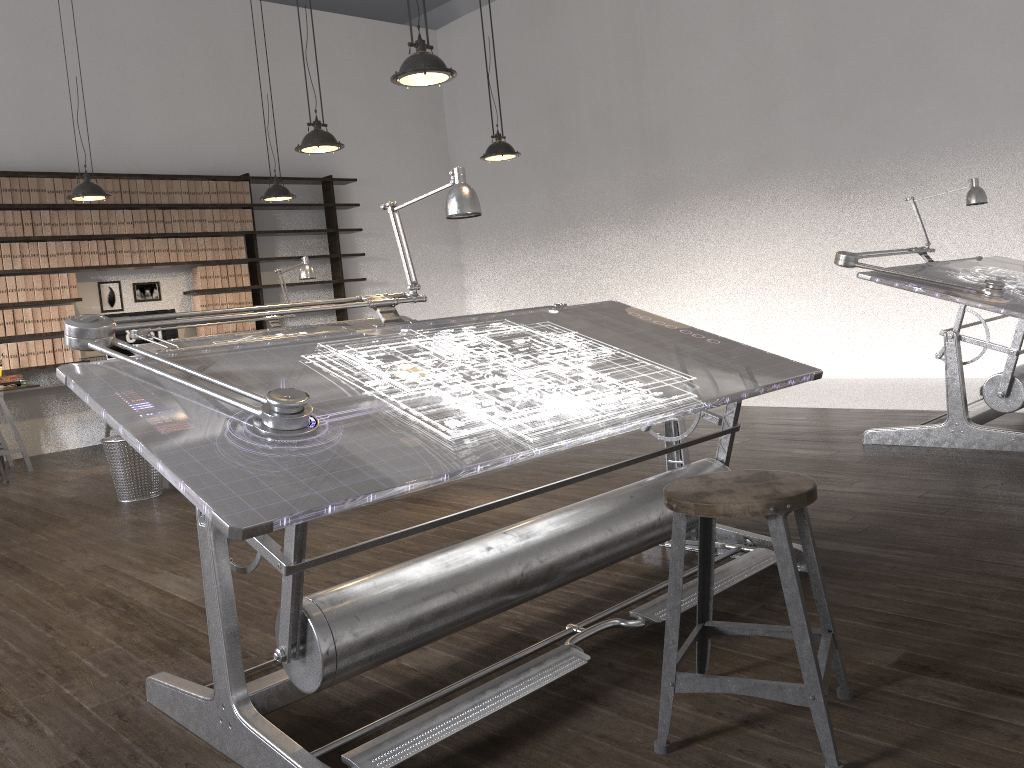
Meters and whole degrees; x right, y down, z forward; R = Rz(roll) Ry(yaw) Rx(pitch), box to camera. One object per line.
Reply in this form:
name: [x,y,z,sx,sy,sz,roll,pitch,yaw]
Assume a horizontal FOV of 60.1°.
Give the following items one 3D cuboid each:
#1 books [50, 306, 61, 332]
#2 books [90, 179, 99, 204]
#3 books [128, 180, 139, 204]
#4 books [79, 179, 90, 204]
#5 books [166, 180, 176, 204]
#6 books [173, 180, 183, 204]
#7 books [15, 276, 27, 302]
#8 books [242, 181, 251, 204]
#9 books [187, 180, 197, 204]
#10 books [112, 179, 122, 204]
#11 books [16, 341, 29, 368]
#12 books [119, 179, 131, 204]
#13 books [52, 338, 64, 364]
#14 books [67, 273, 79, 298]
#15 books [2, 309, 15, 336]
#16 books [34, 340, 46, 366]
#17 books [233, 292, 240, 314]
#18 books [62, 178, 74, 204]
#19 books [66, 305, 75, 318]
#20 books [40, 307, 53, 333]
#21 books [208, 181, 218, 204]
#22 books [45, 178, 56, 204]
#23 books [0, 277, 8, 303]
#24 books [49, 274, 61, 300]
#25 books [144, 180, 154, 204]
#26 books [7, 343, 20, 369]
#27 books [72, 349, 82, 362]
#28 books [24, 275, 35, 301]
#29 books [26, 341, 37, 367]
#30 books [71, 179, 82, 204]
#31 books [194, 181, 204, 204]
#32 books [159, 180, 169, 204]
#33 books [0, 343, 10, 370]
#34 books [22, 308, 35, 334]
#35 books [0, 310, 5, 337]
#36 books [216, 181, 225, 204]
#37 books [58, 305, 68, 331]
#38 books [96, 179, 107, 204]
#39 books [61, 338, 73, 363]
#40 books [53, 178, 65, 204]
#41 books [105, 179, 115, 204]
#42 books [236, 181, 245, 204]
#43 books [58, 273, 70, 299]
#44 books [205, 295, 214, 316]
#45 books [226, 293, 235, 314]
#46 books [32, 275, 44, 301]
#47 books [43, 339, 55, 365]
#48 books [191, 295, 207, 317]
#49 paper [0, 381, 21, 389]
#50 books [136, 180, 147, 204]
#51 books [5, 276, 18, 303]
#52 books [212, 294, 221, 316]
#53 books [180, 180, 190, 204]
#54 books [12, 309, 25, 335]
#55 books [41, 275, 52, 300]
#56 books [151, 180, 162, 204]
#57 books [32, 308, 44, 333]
books: [-3.972,-0.556,7.659,0.067,0.225,0.174,-8,4,-43]
books: [-3.764,-1.707,7.910,0.067,0.225,0.174,-8,4,-43]
books: [-3.515,-1.756,8.154,0.067,0.225,0.174,-8,4,-43]
books: [-3.819,-1.696,7.863,0.067,0.225,0.174,-8,4,-43]
books: [-3.263,-1.804,8.389,0.067,0.225,0.174,-8,4,-43]
books: [-3.216,-1.813,8.431,0.067,0.225,0.174,-8,4,-43]
books: [-4.172,-0.796,7.489,0.067,0.225,0.174,-8,4,-43]
books: [-2.706,-1.912,8.911,0.067,0.225,0.174,-8,4,-43]
books: [-3.114,-1.833,8.530,0.067,0.225,0.174,-8,4,-43]
books: [-3.623,-1.735,8.052,0.067,0.225,0.174,-8,4,-43]
books: [-4.149,-0.241,7.478,0.067,0.225,0.174,-8,4,-43]
books: [-3.566,-1.745,8.098,0.067,0.225,0.174,-8,4,-43]
books: [-3.953,-0.280,7.672,0.067,0.225,0.174,-8,4,-43]
books: [-3.877,-0.853,7.771,0.067,0.225,0.174,-8,4,-43]
books: [-4.230,-0.506,7.417,0.067,0.225,0.174,-8,4,-43]
books: [-4.060,-0.259,7.571,0.067,0.225,0.174,-8,4,-43]
books: [-2.766,-0.789,8.795,0.067,0.225,0.174,-8,4,-43]
books: [-3.921,-1.677,7.769,0.067,0.225,0.174,-8,4,-43]
books: [-3.881,-0.574,7.750,0.067,0.225,0.174,-8,4,-43]
books: [-4.025,-0.546,7.617,0.067,0.225,0.174,-8,4,-43]
books: [-2.957,-1.863,8.670,0.067,0.225,0.174,-8,4,-43]
books: [-4.023,-1.657,7.670,0.067,0.225,0.174,-8,4,-43]
books: [-4.276,-0.776,7.393,0.067,0.225,0.174,-8,4,-43]
books: [-3.980,-0.833,7.674,0.067,0.225,0.174,-8,4,-43]
books: [-3.412,-1.776,8.250,0.067,0.225,0.174,-8,4,-43]
books: [-4.201,-0.231,7.429,0.067,0.225,0.174,-8,4,-43]
books: [-3.849,-0.300,7.769,0.067,0.225,0.174,-8,4,-43]
books: [-4.127,-0.805,7.533,0.067,0.225,0.174,-8,4,-43]
books: [-4.106,-0.250,7.524,0.067,0.225,0.174,-8,4,-43]
books: [-3.872,-1.687,7.818,0.067,0.225,0.174,-8,4,-43]
books: [-3.065,-1.843,8.579,0.067,0.225,0.174,-8,4,-43]
books: [-3.308,-1.795,8.340,0.067,0.225,0.174,-8,4,-43]
books: [-4.256,-0.221,7.382,0.067,0.225,0.174,-8,4,-43]
books: [-4.125,-0.527,7.517,0.067,0.225,0.174,-8,4,-43]
books: [-4.288,-0.496,7.371,0.067,0.225,0.174,-8,4,-43]
books: [-2.905,-1.873,8.719,0.067,0.225,0.174,-8,4,-43]
books: [-3.927,-0.565,7.708,0.067,0.225,0.174,-8,4,-43]
books: [-3.712,-1.717,7.959,0.067,0.225,0.174,-8,4,-43]
books: [-3.898,-0.290,7.717,0.067,0.225,0.174,-8,4,-43]
books: [-3.970,-1.667,7.718,0.067,0.225,0.174,-8,4,-43]
books: [-3.669,-1.726,8.005,0.067,0.225,0.174,-8,4,-43]
books: [-2.760,-1.902,8.867,0.067,0.225,0.174,-8,4,-43]
books: [-3.925,-0.843,7.719,0.067,0.225,0.174,-8,4,-43]
books: [-2.972,-0.750,8.609,0.067,0.225,0.174,-8,4,-43]
books: [-2.815,-0.780,8.749,0.067,0.225,0.174,-8,4,-43]
books: [-4.076,-0.814,7.575,0.067,0.225,0.174,-8,4,-43]
books: [-4.003,-0.270,7.617,0.067,0.225,0.174,-8,4,-43]
books: [-3.020,-0.741,8.558,0.067,0.225,0.174,-8,4,-43]
paper: [-3.991,0.005,7.037,0.155,0.038,0.137,-9,6,-28]
books: [-3.461,-1.766,8.199,0.067,0.225,0.174,-8,4,-43]
books: [-4.223,-0.786,7.438,0.067,0.225,0.174,-8,4,-43]
books: [-2.922,-0.760,8.658,0.067,0.225,0.174,-8,4,-43]
books: [-3.163,-1.823,8.479,0.067,0.225,0.174,-8,4,-43]
books: [-4.180,-0.517,7.472,0.067,0.225,0.174,-8,4,-43]
books: [-4.031,-0.823,7.626,0.067,0.225,0.174,-8,4,-43]
books: [-3.361,-1.786,8.298,0.067,0.225,0.174,-8,4,-43]
books: [-4.077,-0.536,7.569,0.067,0.225,0.174,-8,4,-43]
